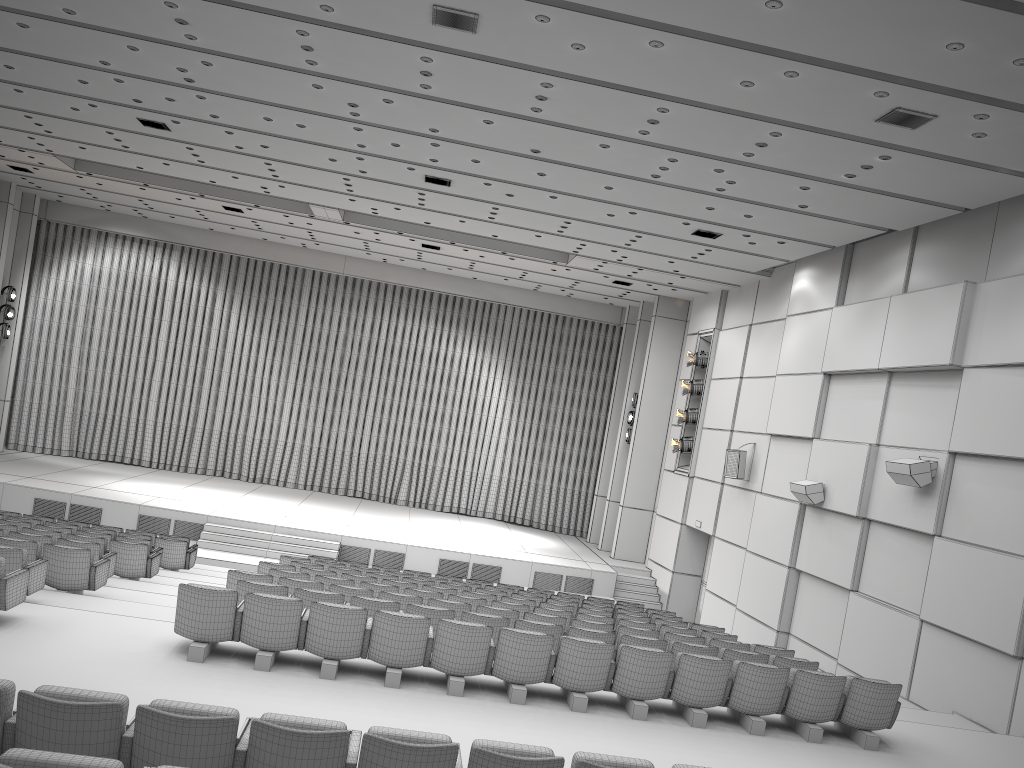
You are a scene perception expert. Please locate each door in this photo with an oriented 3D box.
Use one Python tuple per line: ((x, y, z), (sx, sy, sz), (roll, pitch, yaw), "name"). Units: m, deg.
((4.320, 4.284, 18.915), (0.086, 2.180, 1.695), (9, 0, -6), "door")

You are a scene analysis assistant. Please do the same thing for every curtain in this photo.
((-5.082, -0.113, 24.959), (16.153, 6.528, 1.426), (10, 2, -7), "curtain")

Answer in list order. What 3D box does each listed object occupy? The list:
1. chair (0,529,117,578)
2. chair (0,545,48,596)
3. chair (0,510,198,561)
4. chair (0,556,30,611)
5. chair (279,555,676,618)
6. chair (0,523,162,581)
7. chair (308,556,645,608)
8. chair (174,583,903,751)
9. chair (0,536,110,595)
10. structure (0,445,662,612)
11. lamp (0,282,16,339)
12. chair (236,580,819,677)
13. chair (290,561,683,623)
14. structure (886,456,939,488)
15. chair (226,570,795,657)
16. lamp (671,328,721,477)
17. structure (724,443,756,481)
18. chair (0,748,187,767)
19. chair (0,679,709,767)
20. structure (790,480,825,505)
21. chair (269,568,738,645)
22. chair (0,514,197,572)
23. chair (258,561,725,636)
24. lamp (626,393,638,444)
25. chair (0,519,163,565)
((-7.875, 1.708, 10.394), (6.058, 0.622, 0.611), (10, 0, -7), "chair")
((-7.584, 1.362, 8.200), (6.058, 0.622, 0.611), (10, 0, -7), "chair")
((-8.423, 2.405, 14.790), (6.058, 0.622, 0.611), (10, 0, -7), "chair")
((-7.456, 1.186, 7.102), (6.609, 0.622, 0.611), (10, 0, -7), "chair")
((-0.512, 3.576, 14.608), (6.609, 0.622, 0.611), (10, 0, -7), "chair")
((-8.037, 1.878, 11.488), (6.609, 0.622, 0.611), (10, 0, -7), "chair")
((-0.607, 3.758, 15.716), (6.058, 0.622, 0.611), (10, 0, -7), "chair")
((0.361, 2.539, 8.028), (6.610, 0.622, 0.611), (10, 0, -7), "chair")
((-7.747, 1.532, 9.295), (6.609, 0.622, 0.611), (10, 0, -7), "chair")
((-5.303, 3.463, 21.955), (17.844, 0.846, 8.305), (10, -2, -7), "structure")
((-12.525, -1.777, 21.827), (0.437, 1.480, 0.384), (9, 1, -2), "lamp")
((0.232, 2.715, 9.127), (6.058, 0.622, 0.611), (10, 0, -7), "chair")
((-0.349, 3.406, 13.513), (6.058, 0.622, 0.611), (10, 0, -7), "chair")
((5.259, 1.133, 11.620), (0.472, 0.418, 0.519), (10, -1, -11), "structure")
((0.070, 2.885, 10.221), (6.609, 0.622, 0.611), (10, 0, -7), "chair")
((4.148, 0.424, 20.001), (0.757, 3.344, 1.018), (9, 1, -10), "lamp")
((4.330, 1.452, 16.850), (0.406, 0.745, 0.413), (10, 1, 41), "structure")
((-3.345, 1.414, 3.229), (13.769, 0.622, 0.611), (10, 0, -7), "chair")
((-3.517, 1.582, 4.322), (13.218, 0.622, 0.611), (10, 0, -7), "chair")
((4.764, 1.697, 14.133), (0.471, 0.418, 0.519), (10, -1, -9), "structure")
((-0.059, 3.061, 11.320), (6.058, 0.622, 0.611), (10, 0, -7), "chair")
((-8.328, 2.223, 13.681), (6.609, 0.622, 0.611), (10, 0, -7), "chair")
((-0.221, 3.231, 12.414), (6.609, 0.622, 0.611), (10, 0, -7), "chair")
((3.151, 0.886, 22.483), (0.437, 1.480, 0.384), (9, 1, -10), "lamp")
((-8.166, 2.054, 12.587), (6.058, 0.622, 0.611), (10, 0, -7), "chair")
